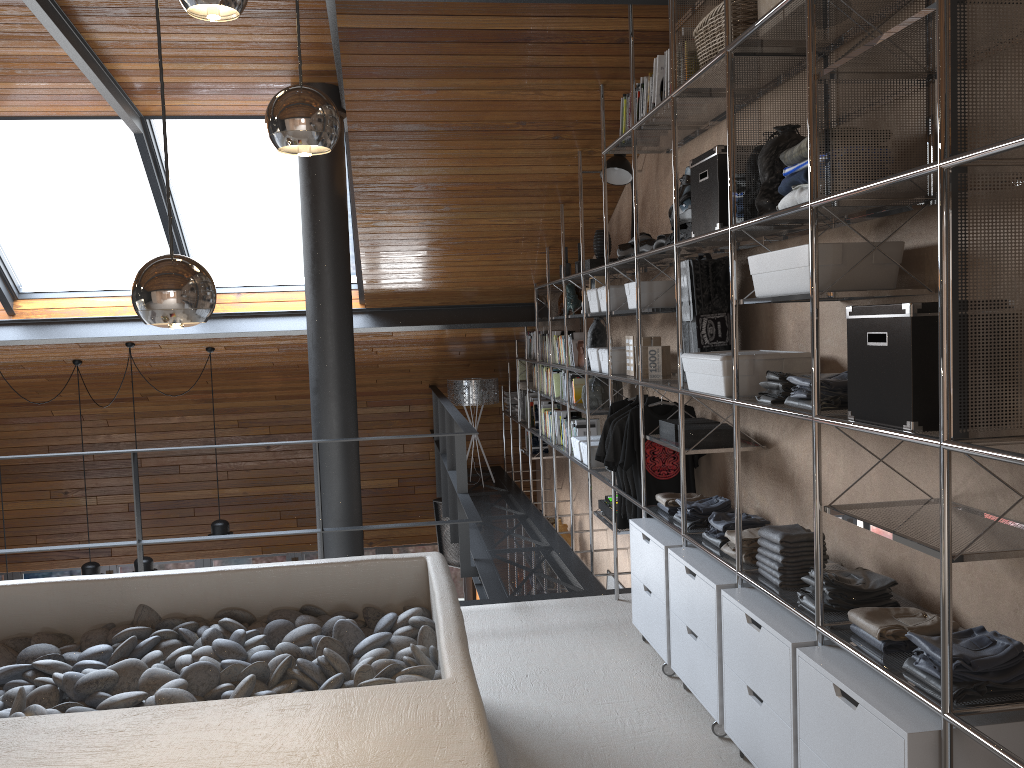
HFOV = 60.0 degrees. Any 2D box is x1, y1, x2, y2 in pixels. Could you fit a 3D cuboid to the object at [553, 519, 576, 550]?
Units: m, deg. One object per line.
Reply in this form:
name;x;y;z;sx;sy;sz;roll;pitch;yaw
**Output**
object;0.427;1.359;7.357;0.215;0.458;0.328;-2;4;-3

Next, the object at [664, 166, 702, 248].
object;0.765;-0.746;3.719;0.174;0.342;0.416;-2;4;-3

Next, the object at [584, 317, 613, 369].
object;0.519;-0.241;5.420;0.157;0.339;0.229;-1;4;19

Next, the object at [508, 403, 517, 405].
object;0.070;0.194;9.015;0.224;0.017;0.167;-3;4;-8

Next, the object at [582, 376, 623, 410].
object;0.562;0.027;5.508;0.166;0.240;0.390;0;4;25

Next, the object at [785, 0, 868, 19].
object;0.913;-1.280;2.556;0.192;0.382;0.181;-3;4;-8

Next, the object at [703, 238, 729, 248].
object;0.902;-0.760;3.756;0.174;0.342;0.416;-2;4;-3

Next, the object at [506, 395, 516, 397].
object;0.062;0.116;9.012;0.233;0.021;0.174;-3;4;-8

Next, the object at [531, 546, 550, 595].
object;0.275;1.685;8.288;0.305;0.840;0.237;-2;4;-6

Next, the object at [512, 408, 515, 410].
object;0.097;0.237;8.755;0.201;0.013;0.161;-3;4;-8

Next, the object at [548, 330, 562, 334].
object;0.352;-0.292;6.763;0.146;0.240;0.023;-3;4;-8

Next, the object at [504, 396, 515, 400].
object;0.054;0.141;8.996;0.252;0.028;0.180;-3;4;-8

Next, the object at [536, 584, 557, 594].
object;0.274;1.917;7.819;0.219;0.440;0.462;-3;4;-8

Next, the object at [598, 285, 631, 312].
object;0.627;-0.462;4.770;0.295;0.136;0.228;-3;4;-8

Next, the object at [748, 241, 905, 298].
object;0.933;-0.338;2.676;0.289;0.135;0.437;-3;4;-8

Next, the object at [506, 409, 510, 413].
object;0.062;0.265;9.019;0.234;0.025;0.176;-3;4;-8

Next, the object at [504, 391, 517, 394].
object;0.051;0.081;9.020;0.246;0.016;0.182;-3;4;-8

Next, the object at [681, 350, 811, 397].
object;0.853;-0.044;3.263;0.343;0.147;0.445;-3;4;-8

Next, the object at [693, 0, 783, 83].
object;0.816;-1.221;3.177;0.262;0.198;0.417;-3;4;-7

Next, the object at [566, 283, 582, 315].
object;0.442;-0.564;5.891;0.197;0.220;0.102;-4;4;-24

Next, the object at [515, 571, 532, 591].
object;0.171;1.968;8.844;0.278;0.222;0.138;-2;4;3

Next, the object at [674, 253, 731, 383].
object;0.820;-0.280;3.770;0.188;0.559;0.337;-2;4;-3

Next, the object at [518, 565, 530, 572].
object;0.132;1.954;9.091;0.233;0.209;0.107;-3;4;-21

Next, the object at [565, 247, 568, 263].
object;0.368;-0.887;6.129;0.029;0.114;0.084;-2;4;-1

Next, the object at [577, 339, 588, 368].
object;0.506;-0.209;5.653;0.082;0.202;0.227;1;5;44

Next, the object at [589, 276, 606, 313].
object;0.515;-0.533;5.324;0.062;0.219;0.157;-3;4;-8

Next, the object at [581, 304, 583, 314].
object;0.439;-0.465;5.409;0.037;0.077;0.037;-4;4;-22

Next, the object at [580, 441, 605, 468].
object;0.578;0.420;5.380;0.295;0.136;0.228;-3;4;-8

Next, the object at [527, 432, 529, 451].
object;0.194;0.507;7.877;0.111;0.174;0.011;-3;4;-8

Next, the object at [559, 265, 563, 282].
object;0.364;-0.774;6.184;0.029;0.117;0.086;-3;4;-22

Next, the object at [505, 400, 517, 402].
object;0.058;0.163;8.998;0.246;0.016;0.182;-3;4;-8

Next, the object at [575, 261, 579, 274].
object;0.453;-0.765;5.947;0.029;0.117;0.086;-3;4;-17

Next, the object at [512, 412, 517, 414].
object;0.113;0.273;8.769;0.226;0.012;0.159;-3;4;-8

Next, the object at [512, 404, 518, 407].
object;0.089;0.208;8.761;0.203;0.013;0.161;-3;4;-8

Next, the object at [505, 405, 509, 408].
object;0.060;0.222;9.017;0.243;0.012;0.159;-3;4;-8

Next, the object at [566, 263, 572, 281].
object;0.387;-0.769;6.089;0.029;0.117;0.086;-1;4;12

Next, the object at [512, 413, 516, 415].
object;0.098;0.287;8.764;0.201;0.012;0.161;-3;4;-8

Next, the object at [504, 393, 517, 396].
object;0.053;0.097;9.010;0.246;0.016;0.182;-3;4;-8

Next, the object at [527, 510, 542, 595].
object;0.216;1.648;8.548;0.244;0.879;0.244;-1;4;21

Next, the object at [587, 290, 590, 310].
object;0.479;-0.509;5.521;0.091;0.146;0.091;0;4;26

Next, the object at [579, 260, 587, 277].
object;0.468;-0.759;5.850;0.029;0.117;0.086;-1;4;17

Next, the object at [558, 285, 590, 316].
object;0.440;-0.579;6.094;0.278;0.222;0.138;1;5;38

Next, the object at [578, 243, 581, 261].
object;0.453;-0.877;5.891;0.029;0.114;0.084;-2;4;4

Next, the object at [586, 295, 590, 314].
object;0.454;-0.481;5.360;0.037;0.114;0.037;-4;4;-22

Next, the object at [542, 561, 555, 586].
object;0.331;1.473;7.087;0.208;0.280;0.131;-4;4;-26

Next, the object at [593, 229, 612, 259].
object;0.545;-0.837;5.343;0.115;0.177;0.115;-1;4;17

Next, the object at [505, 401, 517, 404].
object;0.059;0.179;8.998;0.246;0.016;0.182;-3;4;-8

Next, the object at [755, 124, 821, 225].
object;0.899;-0.684;2.882;0.212;0.319;0.157;-1;4;19

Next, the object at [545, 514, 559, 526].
object;0.327;1.342;7.797;0.207;0.442;0.328;-3;4;-15

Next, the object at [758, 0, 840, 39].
object;0.887;-1.291;2.744;0.192;0.382;0.181;-3;4;-8

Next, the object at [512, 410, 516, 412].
object;0.110;0.255;8.757;0.262;0.025;0.176;-3;4;-8

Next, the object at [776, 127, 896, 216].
object;0.943;-0.624;2.584;0.250;0.229;0.306;-2;4;-6

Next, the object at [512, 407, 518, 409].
object;0.116;0.224;8.741;0.228;0.016;0.182;-3;4;-8

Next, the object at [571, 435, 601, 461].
object;0.540;0.405;5.645;0.295;0.136;0.228;-3;4;-8
